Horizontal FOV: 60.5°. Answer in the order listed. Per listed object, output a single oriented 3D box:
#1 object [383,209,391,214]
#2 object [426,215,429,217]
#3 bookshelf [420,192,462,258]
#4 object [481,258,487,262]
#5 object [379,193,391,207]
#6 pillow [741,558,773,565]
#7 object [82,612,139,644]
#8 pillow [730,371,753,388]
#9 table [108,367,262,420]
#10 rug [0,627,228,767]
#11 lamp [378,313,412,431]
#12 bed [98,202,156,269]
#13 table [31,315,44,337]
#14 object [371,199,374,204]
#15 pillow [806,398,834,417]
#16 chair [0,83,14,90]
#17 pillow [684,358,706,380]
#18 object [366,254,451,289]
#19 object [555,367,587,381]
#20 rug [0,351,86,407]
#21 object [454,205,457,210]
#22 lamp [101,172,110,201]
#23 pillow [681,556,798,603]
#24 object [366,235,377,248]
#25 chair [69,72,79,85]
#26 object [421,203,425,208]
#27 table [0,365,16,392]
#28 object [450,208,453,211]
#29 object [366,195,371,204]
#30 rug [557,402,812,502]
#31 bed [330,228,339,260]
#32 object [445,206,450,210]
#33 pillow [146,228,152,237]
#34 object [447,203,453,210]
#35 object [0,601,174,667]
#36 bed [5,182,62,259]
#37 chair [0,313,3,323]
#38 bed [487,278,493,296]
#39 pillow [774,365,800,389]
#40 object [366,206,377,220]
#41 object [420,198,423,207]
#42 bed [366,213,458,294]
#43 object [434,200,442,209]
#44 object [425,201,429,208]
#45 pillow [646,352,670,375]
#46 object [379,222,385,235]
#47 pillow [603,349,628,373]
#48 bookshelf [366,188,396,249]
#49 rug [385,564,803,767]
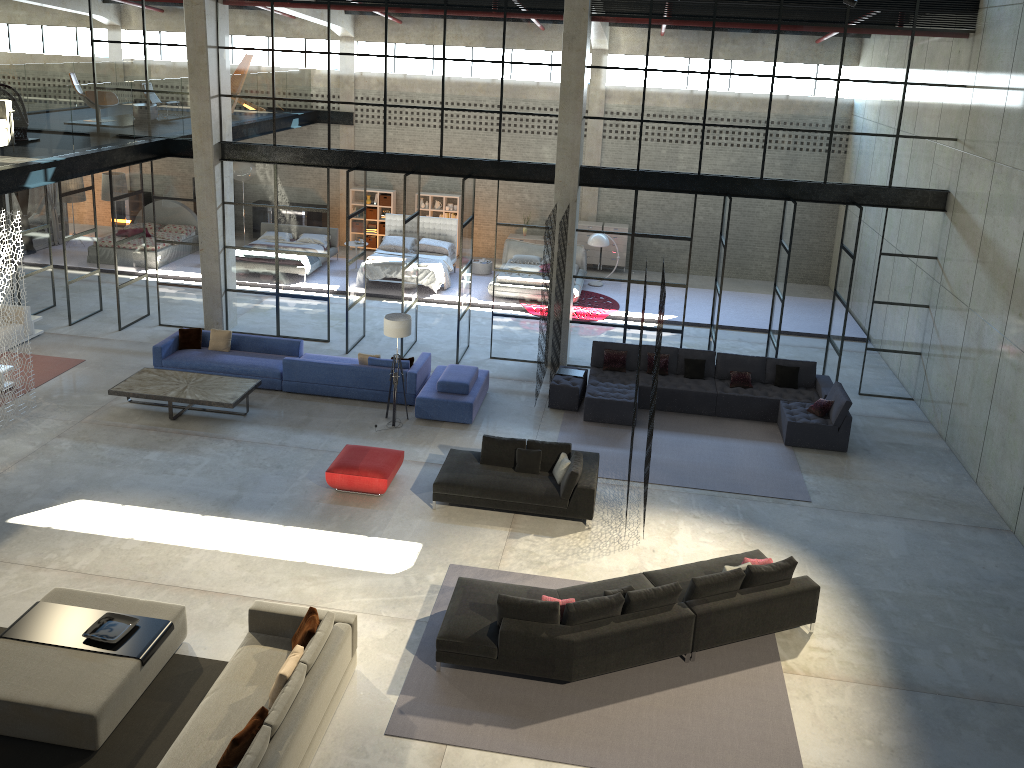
[{"bbox_3d":[-3.500,-4.830,24.654,0.260,0.129,0.060,6,16,8],"label":"object"},{"bbox_3d":[-2.350,-4.596,24.467,0.100,0.196,0.102,10,17,24],"label":"object"},{"bbox_3d":[-2.072,-4.434,24.516,1.242,1.697,0.341,5,15,8],"label":"bookshelf"},{"bbox_3d":[-0.727,-3.200,22.703,0.169,0.087,0.174,10,21,20],"label":"object"},{"bbox_3d":[-3.503,-5.150,24.550,0.324,0.287,0.336,5,19,7],"label":"object"},{"bbox_3d":[2.639,1.987,9.528,0.336,0.278,0.259,1,18,-5],"label":"pillow"},{"bbox_3d":[-3.766,2.300,8.246,0.387,0.035,0.401,7,22,10],"label":"object"},{"bbox_3d":[3.938,-0.070,15.085,0.384,0.223,0.339,6,19,7],"label":"pillow"},{"bbox_3d":[-5.204,0.201,14.056,2.066,0.385,1.067,6,21,8],"label":"table"},{"bbox_3d":[-4.071,3.072,7.386,3.632,0.019,2.753,6,22,7],"label":"rug"},{"bbox_3d":[-1.822,-0.180,13.681,0.430,1.683,0.693,4,15,5],"label":"lamp"},{"bbox_3d":[-9.481,-3.958,22.758,2.032,1.235,2.433,6,20,8],"label":"bed"},{"bbox_3d":[-9.568,-1.128,16.952,0.902,0.357,0.312,6,18,8],"label":"table"},{"bbox_3d":[-3.934,-5.144,24.693,0.186,0.127,0.191,-7,22,-27],"label":"object"},{"bbox_3d":[4.943,0.343,14.002,0.339,0.278,0.358,-3,20,-17],"label":"pillow"},{"bbox_3d":[-8.992,-4.832,15.577,0.689,0.952,0.857,-4,19,-21],"label":"chair"},{"bbox_3d":[3.184,-0.251,15.274,0.384,0.323,0.227,5,17,5],"label":"pillow"},{"bbox_3d":[-2.607,-2.739,21.236,2.284,0.637,0.676,7,18,11],"label":"object"},{"bbox_3d":[1.019,-0.161,15.205,0.519,0.096,0.312,8,21,12],"label":"object"},{"bbox_3d":[-9.290,0.107,14.314,2.649,0.019,3.774,6,22,7],"label":"rug"},{"bbox_3d":[-1.550,-4.899,24.355,0.143,0.133,0.146,11,20,24],"label":"object"},{"bbox_3d":[-10.692,-4.761,23.818,0.811,1.857,0.699,-10,20,-39],"label":"lamp"},{"bbox_3d":[2.406,2.086,9.218,1.304,0.396,0.281,-5,18,-21],"label":"pillow"},{"bbox_3d":[-3.961,-4.041,24.897,0.324,0.287,0.336,5,19,7],"label":"object"},{"bbox_3d":[-9.075,-6.287,19.234,0.804,0.992,0.998,15,21,34],"label":"chair"},{"bbox_3d":[-2.468,-4.954,24.355,0.110,0.151,0.113,9,18,18],"label":"object"},{"bbox_3d":[-8.858,-0.131,14.489,1.202,0.357,0.312,6,18,8],"label":"table"},{"bbox_3d":[-1.674,-4.824,24.246,0.066,0.061,0.067,-9,22,-33],"label":"object"},{"bbox_3d":[-4.011,-5.148,24.541,0.154,0.239,0.160,3,16,-1],"label":"object"},{"bbox_3d":[2.539,0.959,13.615,3.632,0.019,2.753,6,22,7],"label":"rug"},{"bbox_3d":[-5.807,-3.382,22.285,2.258,0.839,2.491,6,21,7],"label":"bed"},{"bbox_3d":[-1.782,-4.859,24.255,0.116,0.108,0.120,6,18,10],"label":"object"},{"bbox_3d":[-9.665,-3.863,22.407,0.876,0.205,0.656,-2,21,-12],"label":"pillow"},{"bbox_3d":[-1.714,-4.931,24.373,0.175,0.163,0.180,-5,20,-23],"label":"object"},{"bbox_3d":[-4.019,2.343,8.289,1.474,0.084,0.557,6,21,8],"label":"object"},{"bbox_3d":[-13.260,-4.600,22.879,2.250,2.006,2.403,5,19,7],"label":"bed"},{"bbox_3d":[-9.743,-1.273,16.377,0.259,0.325,0.388,17,23,39],"label":"chair"},{"bbox_3d":[0.670,-2.802,21.534,2.244,0.893,2.657,6,21,7],"label":"bed"},{"bbox_3d":[4.717,-0.118,15.062,0.401,0.369,0.205,6,16,8],"label":"pillow"},{"bbox_3d":[-3.915,-4.813,24.700,0.324,0.287,0.336,5,19,7],"label":"object"},{"bbox_3d":[-2.516,-5.055,24.463,0.095,0.253,0.097,-6,18,-30],"label":"object"},{"bbox_3d":[-2.528,-3.233,21.619,2.220,1.368,2.409,5,20,7],"label":"bed"},{"bbox_3d":[-2.044,-4.968,24.325,0.167,0.242,0.170,-9,21,-35],"label":"object"},{"bbox_3d":[-2.363,-4.989,24.400,0.101,0.196,0.102,14,19,34],"label":"object"},{"bbox_3d":[2.555,-0.347,15.358,0.407,0.364,0.199,5,16,8],"label":"pillow"},{"bbox_3d":[-3.551,-4.390,24.745,0.324,0.287,0.336,5,19,7],"label":"object"},{"bbox_3d":[1.815,-0.409,15.454,0.414,0.333,0.244,6,17,9],"label":"pillow"},{"bbox_3d":[-3.931,-4.620,24.764,1.242,1.697,0.341,5,15,8],"label":"bookshelf"},{"bbox_3d":[0.870,2.782,8.745,3.632,0.019,2.753,6,22,7],"label":"rug"}]
